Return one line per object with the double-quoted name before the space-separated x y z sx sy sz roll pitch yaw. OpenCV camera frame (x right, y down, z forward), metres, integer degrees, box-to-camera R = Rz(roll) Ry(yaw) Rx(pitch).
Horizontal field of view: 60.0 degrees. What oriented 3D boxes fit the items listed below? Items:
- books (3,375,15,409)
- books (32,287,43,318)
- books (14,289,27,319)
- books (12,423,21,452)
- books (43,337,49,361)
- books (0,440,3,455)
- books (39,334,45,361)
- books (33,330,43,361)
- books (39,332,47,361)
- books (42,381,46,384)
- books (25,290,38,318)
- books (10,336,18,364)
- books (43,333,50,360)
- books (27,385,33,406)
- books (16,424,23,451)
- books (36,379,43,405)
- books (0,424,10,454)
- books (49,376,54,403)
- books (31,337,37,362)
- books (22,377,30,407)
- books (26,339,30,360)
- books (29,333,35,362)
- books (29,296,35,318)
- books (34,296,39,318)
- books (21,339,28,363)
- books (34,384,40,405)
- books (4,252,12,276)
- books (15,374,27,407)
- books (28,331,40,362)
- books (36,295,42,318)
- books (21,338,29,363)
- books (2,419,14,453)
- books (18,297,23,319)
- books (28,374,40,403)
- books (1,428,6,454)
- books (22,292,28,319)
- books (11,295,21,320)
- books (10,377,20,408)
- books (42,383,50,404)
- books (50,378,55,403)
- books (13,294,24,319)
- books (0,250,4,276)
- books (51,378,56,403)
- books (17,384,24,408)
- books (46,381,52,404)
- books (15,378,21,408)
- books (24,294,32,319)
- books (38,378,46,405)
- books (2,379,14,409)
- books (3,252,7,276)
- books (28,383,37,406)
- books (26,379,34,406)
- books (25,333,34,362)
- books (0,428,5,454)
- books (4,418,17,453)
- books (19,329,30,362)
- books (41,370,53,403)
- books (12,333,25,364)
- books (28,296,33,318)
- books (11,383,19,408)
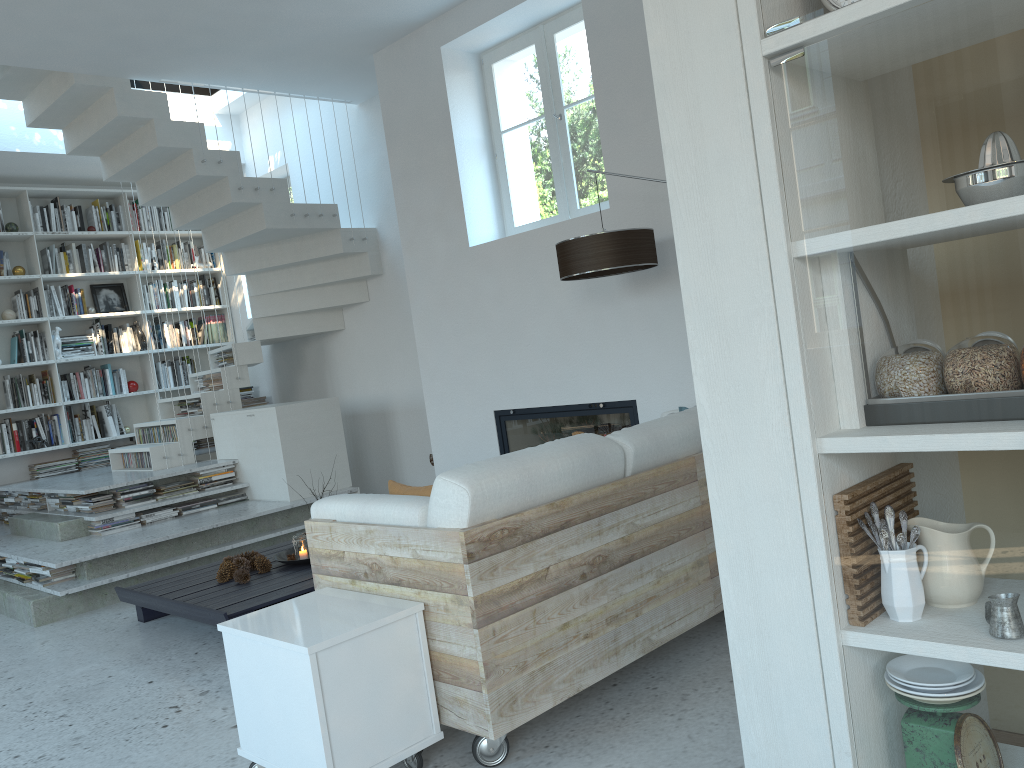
"books" -4.285 0.071 7.558 0.016 0.290 0.131 -11 4 -44
"books" -4.138 -0.694 7.727 0.005 0.278 0.182 -11 4 -44
"books" -4.235 -0.672 7.641 0.015 0.267 0.164 -11 4 -44
"books" -4.236 0.459 7.533 0.031 0.244 0.184 -11 4 -44
"books" -4.098 -0.295 7.750 0.023 0.212 0.164 -11 4 -44
"books" -4.334 0.484 7.454 0.024 0.228 0.160 -11 4 -44
"books" -4.122 -0.307 7.730 0.013 0.245 0.158 -11 4 -44
"books" -4.127 -0.320 7.697 0.012 0.274 0.184 -11 4 -44
"books" -4.102 -0.314 7.726 0.011 0.253 0.169 -11 4 -44
"books" -4.081 0.078 7.740 0.016 0.205 0.141 -11 4 -44
"books" -4.172 -0.677 7.697 0.016 0.257 0.176 -11 4 -44
"books" -4.265 -0.278 7.593 0.056 0.241 0.153 -11 4 -44
"books" -4.082 -0.314 7.754 0.010 0.246 0.158 -11 4 -44
"books" -4.170 0.107 7.618 0.018 0.182 0.182 -11 4 -44
"books" -4.226 0.460 7.563 0.025 0.238 0.156 -11 4 -44
"books" -4.122 0.074 7.680 0.018 0.229 0.182 -11 4 -44
"books" -4.291 0.465 7.480 0.025 0.252 0.181 -11 4 -44
"books" -4.064 0.056 7.772 0.019 0.241 0.134 -11 4 -44
"books" -4.158 -0.289 7.674 0.012 0.224 0.178 -11 4 -44
"books" -4.189 0.075 7.604 0.018 0.251 0.184 -11 4 -44
"books" -4.203 -0.285 7.659 0.007 0.230 0.146 -11 4 -44
"books" -4.175 -0.305 7.669 0.015 0.259 0.152 -11 4 -44
"books" -4.185 -0.648 7.696 0.013 0.202 0.173 -11 4 -44
"books" -4.158 -0.653 7.707 0.013 0.204 0.174 -11 4 -44
"books" -4.212 -0.272 7.625 0.006 0.210 0.188 -11 4 -44
"books" -4.134 0.100 7.663 0.019 0.183 0.190 -11 4 -44
"books" -4.336 -1.007 7.599 0.026 0.229 0.140 -11 4 -44
"books" -4.218 0.062 7.613 0.007 0.285 0.159 -11 4 -44
"books" -4.158 -0.316 7.697 0.032 0.275 0.154 -11 4 -44
"books" -4.143 -0.657 7.728 0.012 0.206 0.169 -11 4 -44
"books" -4.206 -0.278 7.631 0.013 0.219 0.187 -11 4 -44
"books" -4.276 0.445 7.522 0.012 0.285 0.159 -11 4 -44
"books" -4.255 -0.637 7.637 0.005 0.205 0.154 -11 4 -44
"books" -4.134 0.053 7.671 0.006 0.274 0.173 -11 4 -44
"books" -4.313 0.484 7.479 0.012 0.221 0.153 -11 4 -44
"books" -4.230 -0.661 7.660 0.016 0.244 0.151 -11 4 -44
"books" -4.266 -0.643 7.632 0.015 0.220 0.140 -11 4 -44
"books" -4.252 0.080 7.570 0.015 0.262 0.149 -11 4 -44
"books" -4.071 0.090 7.709 0.016 0.180 0.189 -11 4 -44
"books" -4.058 0.058 7.784 0.007 0.235 0.131 -11 4 -44
"books" -4.250 -0.652 7.641 0.012 0.232 0.154 -11 4 -44
"books" -4.359 -1.005 7.538 0.054 0.235 0.171 -11 4 -44
"books" -4.046 0.062 7.784 0.009 0.224 0.146 -11 4 -44
"books" -4.239 0.104 7.607 0.031 0.209 0.122 -11 4 -44
"books" -4.064 0.076 7.743 0.013 0.204 0.158 -11 4 -44
"books" -4.243 0.080 7.578 0.008 0.259 0.158 -11 4 -44
"books" -4.210 -0.657 7.681 0.016 0.228 0.160 -11 4 -44
"books" -4.106 0.069 7.714 0.021 0.232 0.155 -11 4 -44
"books" -4.286 0.091 7.538 0.019 0.252 0.130 -11 4 -44
"books" -4.348 -0.997 7.561 0.048 0.216 0.182 -11 4 -44
"books" -4.150 0.096 7.654 0.015 0.195 0.175 -11 4 -44
"books" -4.183 0.076 7.651 0.030 0.244 0.136 -11 4 -44
"books" -4.186 -0.304 7.656 0.018 0.263 0.165 -11 4 -44
"books" -4.322 0.462 7.465 0.014 0.268 0.171 -11 4 -44
"books" -4.253 0.437 7.515 0.012 0.293 0.175 -11 4 -44
"books" -4.214 -0.316 7.650 0.013 0.295 0.154 -11 4 -44
"books" -4.058 0.029 7.743 0.007 0.295 0.162 -11 4 -44
"books" -4.235 -0.296 7.613 0.021 0.264 0.174 -11 4 -44
"books" -4.202 -0.647 7.695 0.012 0.206 0.137 -11 4 -44
"books" -4.250 0.104 7.551 0.015 0.216 0.178 -11 4 -44
